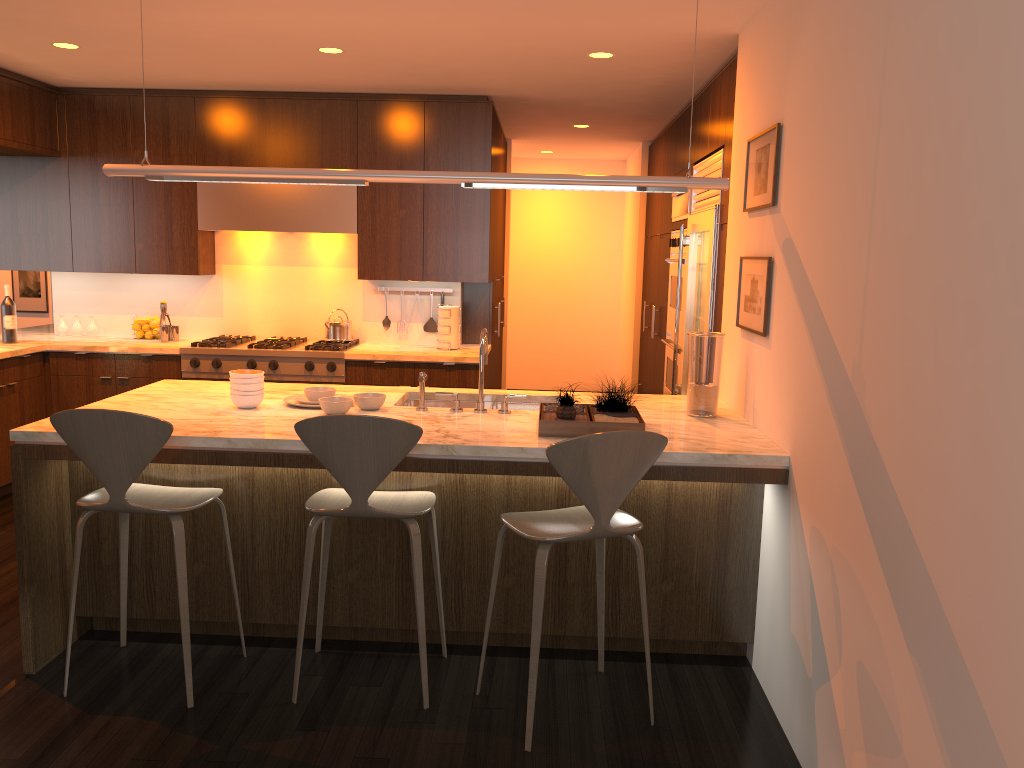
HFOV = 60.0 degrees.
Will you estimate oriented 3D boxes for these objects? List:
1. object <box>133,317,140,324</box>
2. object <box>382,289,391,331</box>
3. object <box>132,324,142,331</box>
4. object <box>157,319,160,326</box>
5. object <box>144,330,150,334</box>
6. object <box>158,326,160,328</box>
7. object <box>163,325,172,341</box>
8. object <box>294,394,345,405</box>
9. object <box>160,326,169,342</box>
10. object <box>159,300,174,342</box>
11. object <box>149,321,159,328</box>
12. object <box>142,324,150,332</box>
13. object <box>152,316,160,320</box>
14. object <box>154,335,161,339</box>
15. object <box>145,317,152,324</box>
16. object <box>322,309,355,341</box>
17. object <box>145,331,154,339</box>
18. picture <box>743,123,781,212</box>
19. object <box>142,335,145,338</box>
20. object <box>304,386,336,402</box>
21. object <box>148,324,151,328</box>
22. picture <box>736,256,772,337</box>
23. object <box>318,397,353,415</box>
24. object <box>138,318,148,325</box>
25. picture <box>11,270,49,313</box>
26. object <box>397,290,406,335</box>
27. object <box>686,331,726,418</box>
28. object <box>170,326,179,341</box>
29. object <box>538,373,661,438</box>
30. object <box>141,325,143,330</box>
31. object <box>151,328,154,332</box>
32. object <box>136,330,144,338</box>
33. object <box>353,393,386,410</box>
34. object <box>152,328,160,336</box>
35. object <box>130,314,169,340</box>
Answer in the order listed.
[{"bbox_3d":[-2.615,-0.437,6.199,0.057,0.060,0.052,5,9,23],"label":"object"},{"bbox_3d":[-0.883,-0.525,6.253,0.061,0.296,0.020,2,8,1],"label":"object"},{"bbox_3d":[-2.613,-0.394,6.177,0.063,0.051,0.053,2,8,4],"label":"object"},{"bbox_3d":[-2.486,-0.433,6.247,0.051,0.053,0.063,-6,11,-42],"label":"object"},{"bbox_3d":[-2.555,-0.353,6.233,0.052,0.060,0.057,9,11,40],"label":"object"},{"bbox_3d":[-2.482,-0.383,6.251,0.051,0.055,0.061,4,9,14],"label":"object"},{"bbox_3d":[-2.392,-0.356,6.164,0.060,0.106,0.060,7,10,34],"label":"object"},{"bbox_3d":[-0.822,0.071,3.798,0.217,0.025,0.216,4,9,19],"label":"object"},{"bbox_3d":[-2.370,-0.338,6.048,0.060,0.106,0.060,7,10,34],"label":"object"},{"bbox_3d":[-2.380,-0.430,6.043,0.088,0.288,0.101,7,10,32],"label":"object"},{"bbox_3d":[-2.499,-0.414,6.193,0.061,0.052,0.053,-6,11,-41],"label":"object"},{"bbox_3d":[-2.552,-0.392,6.185,0.052,0.053,0.062,2,8,7],"label":"object"},{"bbox_3d":[-2.525,-0.455,6.298,0.059,0.060,0.050,7,10,34],"label":"object"},{"bbox_3d":[-2.486,-0.343,6.228,0.063,0.053,0.051,9,11,42],"label":"object"},{"bbox_3d":[-2.553,-0.447,6.227,0.063,0.053,0.051,8,10,36],"label":"object"},{"bbox_3d":[-1.208,-0.416,6.176,0.221,0.218,0.221,-1,9,-13],"label":"object"},{"bbox_3d":[-2.534,-0.341,6.196,0.064,0.063,0.074,-4,10,-34],"label":"object"},{"bbox_3d":[0.982,-0.842,3.506,0.012,0.298,0.493,2,8,2],"label":"picture"},{"bbox_3d":[-2.614,-0.349,6.238,0.061,0.053,0.053,0,9,-12],"label":"object"},{"bbox_3d":[-0.821,0.050,3.795,0.139,0.059,0.138,6,9,27],"label":"object"},{"bbox_3d":[-2.553,-0.422,6.275,0.061,0.051,0.055,6,10,29],"label":"object"},{"bbox_3d":[0.969,-0.362,3.575,0.012,0.300,0.496,2,8,2],"label":"picture"},{"bbox_3d":[-0.710,0.091,3.574,0.139,0.059,0.138,6,9,27],"label":"object"},{"bbox_3d":[-2.570,-0.436,6.171,0.063,0.051,0.053,0,8,-8],"label":"object"},{"bbox_3d":[-5.403,-1.398,9.902,0.398,1.200,0.012,2,8,2],"label":"picture"},{"bbox_3d":[-0.777,-0.506,6.255,0.066,0.314,0.004,2,8,2],"label":"object"},{"bbox_3d":[0.806,-0.040,3.726,0.159,0.349,0.159,-2,9,-24],"label":"object"},{"bbox_3d":[-2.328,-0.349,6.125,0.060,0.106,0.060,7,10,34],"label":"object"},{"bbox_3d":[0.357,0.051,3.439,0.497,0.231,0.503,2,8,2],"label":"object"},{"bbox_3d":[-2.587,-0.403,6.227,0.051,0.053,0.064,8,11,37],"label":"object"},{"bbox_3d":[-2.511,-0.386,6.242,0.062,0.053,0.051,9,11,42],"label":"object"},{"bbox_3d":[-2.594,-0.347,6.184,0.052,0.057,0.060,8,10,36],"label":"object"},{"bbox_3d":[-0.593,0.076,3.698,0.139,0.059,0.138,6,9,27],"label":"object"},{"bbox_3d":[-2.478,-0.365,6.184,0.052,0.054,0.061,3,9,12],"label":"object"},{"bbox_3d":[-2.548,-0.405,6.242,0.207,0.175,0.189,1,8,0],"label":"object"}]
